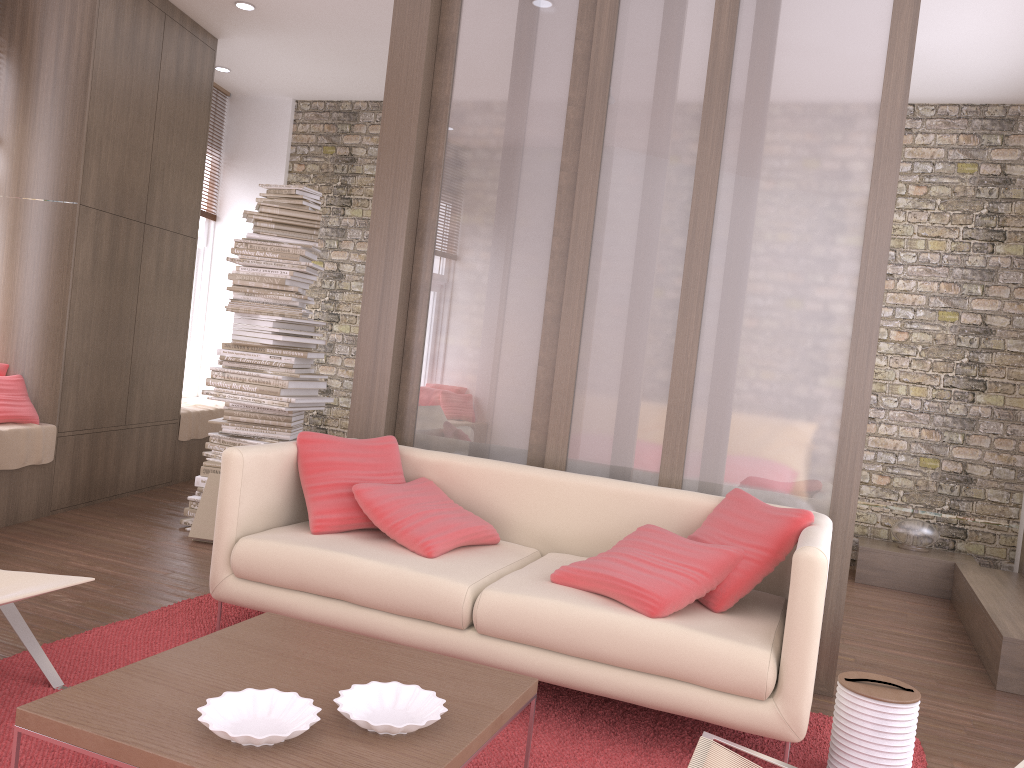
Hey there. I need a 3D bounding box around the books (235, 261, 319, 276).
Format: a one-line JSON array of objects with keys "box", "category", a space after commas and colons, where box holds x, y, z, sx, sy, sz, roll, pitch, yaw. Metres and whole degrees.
[{"box": [-1.397, -0.686, 5.295, 0.416, 0.012, 0.324, 6, 2, 1], "category": "books"}]

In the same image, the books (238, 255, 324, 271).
[{"box": [-1.376, -0.725, 5.325, 0.434, 0.019, 0.324, 6, 2, 1], "category": "books"}]

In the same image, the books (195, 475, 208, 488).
[{"box": [-1.576, 0.584, 5.267, 0.469, 0.057, 0.364, 7, 2, 5], "category": "books"}]

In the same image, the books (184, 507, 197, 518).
[{"box": [-1.601, 0.779, 5.276, 0.522, 0.046, 0.410, 7, 2, 20], "category": "books"}]

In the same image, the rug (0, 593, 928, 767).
[{"box": [-0.477, 1.100, 2.159, 2.938, 0.016, 3.344, 7, 2, 21], "category": "rug"}]

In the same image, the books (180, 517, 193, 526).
[{"box": [-1.595, 0.846, 5.282, 0.612, 0.028, 0.399, 7, 2, 20], "category": "books"}]

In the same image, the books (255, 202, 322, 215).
[{"box": [-1.338, -1.034, 5.299, 0.366, 0.012, 0.287, 6, 2, -19], "category": "books"}]

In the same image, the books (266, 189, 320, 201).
[{"box": [-1.309, -1.130, 5.308, 0.260, 0.029, 0.193, 8, 2, 35], "category": "books"}]

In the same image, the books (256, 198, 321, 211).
[{"box": [-1.339, -1.078, 5.317, 0.327, 0.023, 0.198, 7, 2, 20], "category": "books"}]

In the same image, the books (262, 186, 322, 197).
[{"box": [-1.310, -1.149, 5.298, 0.277, 0.008, 0.216, 7, 2, 20], "category": "books"}]

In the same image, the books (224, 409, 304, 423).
[{"box": [-1.474, 0.182, 5.302, 0.396, 0.033, 0.310, 6, 2, 1], "category": "books"}]

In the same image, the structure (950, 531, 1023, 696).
[{"box": [2.975, -0.033, 4.543, 0.808, 2.881, 2.039, 7, 2, 20], "category": "structure"}]

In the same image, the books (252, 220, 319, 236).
[{"box": [-1.364, -0.931, 5.337, 0.371, 0.036, 0.211, 6, 2, -19], "category": "books"}]

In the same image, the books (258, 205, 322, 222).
[{"box": [-1.336, -1.007, 5.307, 0.351, 0.036, 0.275, 6, 2, -19], "category": "books"}]

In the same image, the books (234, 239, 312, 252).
[{"box": [-1.423, -0.822, 5.311, 0.392, 0.015, 0.306, 6, 2, 1], "category": "books"}]

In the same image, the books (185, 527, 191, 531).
[{"box": [-1.565, 0.875, 5.235, 0.542, 0.016, 0.423, 7, 2, 20], "category": "books"}]

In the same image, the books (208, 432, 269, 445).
[{"box": [-1.542, 0.326, 5.319, 0.422, 0.016, 0.330, 7, 2, 25], "category": "books"}]

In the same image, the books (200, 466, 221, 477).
[{"box": [-1.529, 0.530, 5.273, 0.518, 0.057, 0.341, 7, 2, 5], "category": "books"}]

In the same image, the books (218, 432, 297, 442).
[{"box": [-1.496, 0.303, 5.301, 0.413, 0.006, 0.322, 6, 2, 1], "category": "books"}]

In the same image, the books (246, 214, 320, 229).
[{"box": [-1.373, -0.960, 5.307, 0.412, 0.019, 0.259, 6, 2, -19], "category": "books"}]

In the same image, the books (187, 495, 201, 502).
[{"box": [-1.587, 0.698, 5.273, 0.510, 0.020, 0.399, 7, 2, 20], "category": "books"}]

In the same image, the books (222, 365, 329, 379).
[{"box": [-1.422, -0.075, 5.347, 0.542, 0.020, 0.320, 7, 2, 20], "category": "books"}]

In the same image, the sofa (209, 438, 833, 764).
[{"box": [0.021, 0.736, 3.399, 2.204, 0.751, 0.919, 7, 2, 20], "category": "sofa"}]

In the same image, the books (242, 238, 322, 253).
[{"box": [-1.380, -0.833, 5.330, 0.416, 0.015, 0.245, 6, 2, 1], "category": "books"}]

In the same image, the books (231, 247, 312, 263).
[{"box": [-1.433, -0.760, 5.312, 0.401, 0.035, 0.315, 6, 2, 1], "category": "books"}]

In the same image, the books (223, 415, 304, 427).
[{"box": [-1.477, 0.211, 5.303, 0.396, 0.024, 0.310, 6, 2, 1], "category": "books"}]

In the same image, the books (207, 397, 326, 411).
[{"box": [-1.462, 0.115, 5.305, 0.542, 0.016, 0.423, 7, 2, 20], "category": "books"}]

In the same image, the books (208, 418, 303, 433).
[{"box": [-1.527, 0.244, 5.313, 0.488, 0.018, 0.296, 6, 2, 1], "category": "books"}]

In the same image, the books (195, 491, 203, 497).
[{"box": [-1.577, 0.656, 5.282, 0.469, 0.028, 0.368, 7, 2, 5], "category": "books"}]

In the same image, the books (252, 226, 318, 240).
[{"box": [-1.369, -0.894, 5.338, 0.371, 0.036, 0.211, 6, 2, -19], "category": "books"}]

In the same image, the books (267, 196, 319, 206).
[{"box": [-1.310, -1.092, 5.313, 0.258, 0.010, 0.183, 7, 2, 5], "category": "books"}]

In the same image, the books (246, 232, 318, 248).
[{"box": [-1.380, -0.852, 5.308, 0.404, 0.026, 0.266, 6, 2, -19], "category": "books"}]

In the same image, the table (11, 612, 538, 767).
[{"box": [-0.496, 0.905, 2.078, 0.850, 0.378, 0.850, 7, 2, 20], "category": "table"}]

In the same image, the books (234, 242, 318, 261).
[{"box": [-1.411, -0.795, 5.331, 0.416, 0.035, 0.323, 6, 2, 1], "category": "books"}]

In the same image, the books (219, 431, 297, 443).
[{"box": [-1.491, 0.315, 5.318, 0.448, 0.016, 0.264, 7, 2, 25], "category": "books"}]

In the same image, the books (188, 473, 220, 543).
[{"box": [-1.642, 0.699, 4.979, 0.218, 0.363, 0.246, 7, 2, 5], "category": "books"}]

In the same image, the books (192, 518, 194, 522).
[{"box": [-1.526, 0.825, 5.265, 0.566, 0.025, 0.423, 7, 2, 20], "category": "books"}]

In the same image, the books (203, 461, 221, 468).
[{"box": [-1.552, 0.485, 5.302, 0.450, 0.022, 0.364, 7, 2, 5], "category": "books"}]

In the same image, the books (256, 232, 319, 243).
[{"box": [-1.350, -0.868, 5.308, 0.351, 0.010, 0.284, 6, 2, -19], "category": "books"}]

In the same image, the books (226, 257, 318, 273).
[{"box": [-1.430, -0.709, 5.320, 0.470, 0.022, 0.306, 6, 2, 1], "category": "books"}]

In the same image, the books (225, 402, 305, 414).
[{"box": [-1.468, 0.133, 5.301, 0.396, 0.024, 0.310, 6, 2, 1], "category": "books"}]

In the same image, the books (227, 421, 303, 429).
[{"box": [-1.474, 0.236, 5.323, 0.385, 0.008, 0.274, 6, 2, 1], "category": "books"}]

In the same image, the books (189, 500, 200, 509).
[{"box": [-1.564, 0.735, 5.291, 0.542, 0.046, 0.421, 7, 2, 20], "category": "books"}]

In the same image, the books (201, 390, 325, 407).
[{"box": [-1.491, 0.086, 5.352, 0.612, 0.028, 0.399, 7, 2, 20], "category": "books"}]

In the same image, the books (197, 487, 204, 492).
[{"box": [-1.573, 0.628, 5.246, 0.442, 0.025, 0.346, 7, 2, 5], "category": "books"}]

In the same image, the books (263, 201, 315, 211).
[{"box": [-1.327, -1.052, 5.309, 0.272, 0.023, 0.201, 6, 2, 1], "category": "books"}]

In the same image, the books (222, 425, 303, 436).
[{"box": [-1.488, 0.267, 5.311, 0.405, 0.018, 0.300, 6, 2, 1], "category": "books"}]

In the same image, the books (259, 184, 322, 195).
[{"box": [-1.324, -1.163, 5.309, 0.313, 0.014, 0.204, 7, 2, 20], "category": "books"}]

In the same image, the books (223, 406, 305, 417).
[{"box": [-1.475, 0.154, 5.307, 0.405, 0.018, 0.300, 6, 2, 1], "category": "books"}]

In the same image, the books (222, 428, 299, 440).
[{"box": [-1.486, 0.289, 5.306, 0.396, 0.024, 0.310, 6, 2, 1], "category": "books"}]

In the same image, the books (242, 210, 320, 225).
[{"box": [-1.383, -0.983, 5.308, 0.435, 0.019, 0.248, 6, 2, -19], "category": "books"}]

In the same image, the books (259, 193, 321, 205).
[{"box": [-1.325, -1.108, 5.310, 0.303, 0.015, 0.202, 7, 2, 20], "category": "books"}]

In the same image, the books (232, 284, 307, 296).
[{"box": [-1.451, -0.563, 5.322, 0.395, 0.009, 0.233, 6, 2, -4], "category": "books"}]
